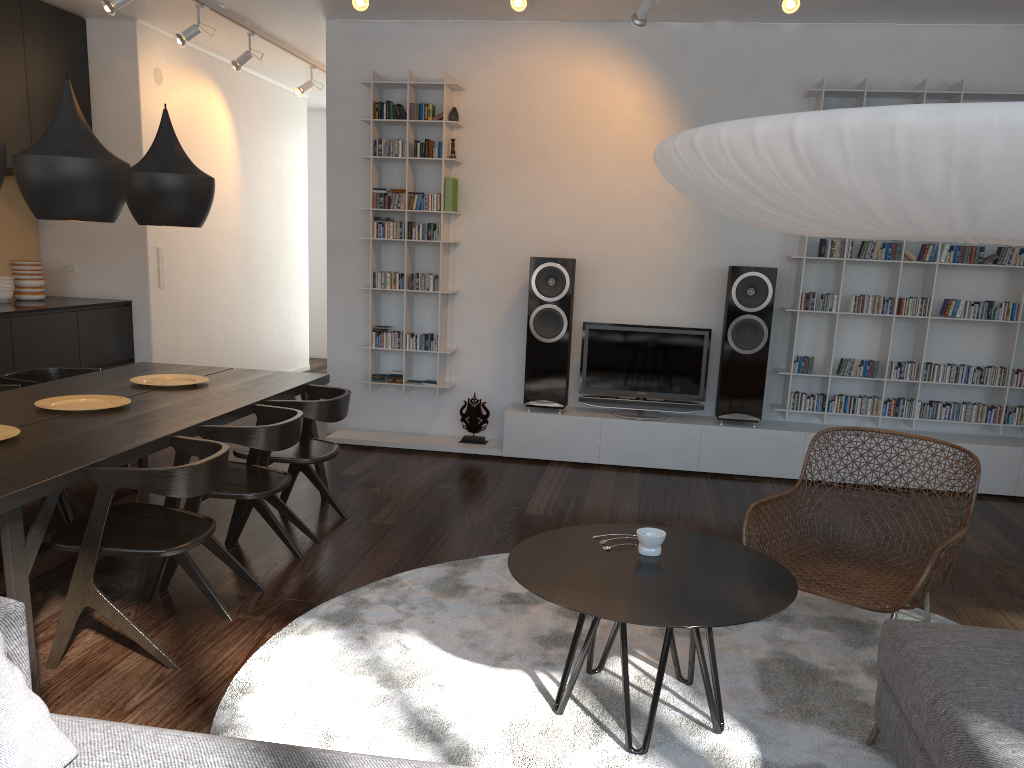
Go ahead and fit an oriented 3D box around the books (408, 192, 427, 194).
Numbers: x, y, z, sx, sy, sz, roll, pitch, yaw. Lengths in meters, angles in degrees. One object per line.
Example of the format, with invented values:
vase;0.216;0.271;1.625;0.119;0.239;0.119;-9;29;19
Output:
books;-0.618;-1.250;5.792;0.107;0.008;0.068;4;9;8

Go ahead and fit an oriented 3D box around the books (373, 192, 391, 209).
books;-0.861;-1.209;5.849;0.101;0.106;0.094;4;11;8

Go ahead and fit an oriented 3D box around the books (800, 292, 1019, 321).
books;2.765;-0.465;5.447;1.922;0.116;0.113;4;11;8

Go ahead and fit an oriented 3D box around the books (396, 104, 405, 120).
books;-0.708;-1.746;5.690;0.057;0.100;0.068;4;12;8

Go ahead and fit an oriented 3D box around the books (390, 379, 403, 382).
books;-0.786;-0.029;6.077;0.092;0.014;0.069;4;9;8

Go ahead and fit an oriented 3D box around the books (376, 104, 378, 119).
books;-0.861;-1.753;5.711;0.014;0.094;0.069;4;11;8

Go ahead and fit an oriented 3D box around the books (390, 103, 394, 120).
books;-0.768;-1.751;5.697;0.019;0.100;0.073;4;12;8

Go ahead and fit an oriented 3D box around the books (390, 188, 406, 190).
books;-0.734;-1.277;5.808;0.111;0.015;0.092;4;9;8

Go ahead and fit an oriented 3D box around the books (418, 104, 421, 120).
books;-0.588;-1.740;5.685;0.012;0.109;0.068;4;12;8

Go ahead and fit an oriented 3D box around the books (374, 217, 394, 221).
books;-0.853;-1.099;5.897;0.111;0.023;0.094;4;9;8

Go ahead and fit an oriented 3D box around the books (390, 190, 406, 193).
books;-0.737;-1.262;5.802;0.107;0.018;0.068;4;9;8

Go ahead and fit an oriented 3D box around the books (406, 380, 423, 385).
books;-0.665;-0.012;6.098;0.111;0.012;0.092;4;9;8

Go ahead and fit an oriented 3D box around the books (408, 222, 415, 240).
books;-0.667;-1.014;5.859;0.029;0.117;0.073;4;12;8

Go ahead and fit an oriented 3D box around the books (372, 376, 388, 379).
books;-0.909;-0.050;6.091;0.092;0.015;0.069;4;9;8

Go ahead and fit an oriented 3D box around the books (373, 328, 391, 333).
books;-0.886;-0.367;6.037;0.107;0.023;0.068;4;9;8

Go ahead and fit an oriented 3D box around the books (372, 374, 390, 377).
books;-0.903;-0.060;6.090;0.107;0.009;0.068;4;9;8

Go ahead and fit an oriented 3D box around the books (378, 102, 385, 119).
books;-0.843;-1.759;5.705;0.023;0.109;0.068;4;12;8

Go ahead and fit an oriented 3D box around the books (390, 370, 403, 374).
books;-0.784;-0.080;6.067;0.092;0.014;0.069;4;9;8

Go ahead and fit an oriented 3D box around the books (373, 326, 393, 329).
books;-0.881;-0.387;6.049;0.111;0.012;0.092;4;9;8

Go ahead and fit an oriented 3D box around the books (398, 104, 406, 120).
books;-0.700;-1.745;5.689;0.057;0.100;0.068;4;12;8

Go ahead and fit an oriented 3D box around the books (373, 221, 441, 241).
books;-0.684;-1.017;5.879;0.467;0.114;0.121;4;11;8

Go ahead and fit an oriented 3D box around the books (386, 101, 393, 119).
books;-0.790;-1.759;5.700;0.029;0.117;0.073;4;12;8

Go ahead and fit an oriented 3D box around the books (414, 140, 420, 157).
books;-0.614;-1.517;5.722;0.023;0.109;0.068;4;12;8

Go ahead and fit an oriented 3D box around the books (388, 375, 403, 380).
books;-0.793;-0.047;6.072;0.107;0.023;0.068;4;9;8

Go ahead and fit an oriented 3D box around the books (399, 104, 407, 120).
books;-0.691;-1.745;5.687;0.057;0.100;0.068;4;12;8

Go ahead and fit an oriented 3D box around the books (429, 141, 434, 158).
books;-0.518;-1.512;5.713;0.016;0.109;0.068;4;12;8

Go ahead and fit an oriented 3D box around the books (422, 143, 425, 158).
books;-0.566;-1.507;5.718;0.020;0.094;0.069;4;12;8

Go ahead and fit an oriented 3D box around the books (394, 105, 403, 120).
books;-0.726;-1.744;5.692;0.046;0.092;0.069;4;11;8

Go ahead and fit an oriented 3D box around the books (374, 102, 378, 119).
books;-0.875;-1.762;5.715;0.016;0.109;0.068;4;12;8

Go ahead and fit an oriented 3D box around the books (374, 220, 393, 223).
books;-0.852;-1.083;5.897;0.111;0.012;0.092;4;9;8

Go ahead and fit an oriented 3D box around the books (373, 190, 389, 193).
books;-0.863;-1.267;5.831;0.092;0.014;0.069;4;9;8

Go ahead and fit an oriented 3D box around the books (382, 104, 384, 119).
books;-0.824;-1.750;5.707;0.014;0.094;0.069;4;11;8

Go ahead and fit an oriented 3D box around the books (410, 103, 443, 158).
books;-0.542;-1.630;5.718;0.228;0.338;0.106;4;12;9

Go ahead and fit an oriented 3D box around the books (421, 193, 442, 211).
books;-0.515;-1.193;5.805;0.136;0.114;0.121;4;11;8

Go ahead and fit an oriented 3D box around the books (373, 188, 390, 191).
books;-0.859;-1.280;5.824;0.093;0.014;0.069;5;9;13

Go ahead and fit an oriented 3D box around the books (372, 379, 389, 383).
books;-0.908;-0.023;6.097;0.098;0.015;0.073;4;9;8

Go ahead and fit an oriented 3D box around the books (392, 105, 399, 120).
books;-0.749;-1.746;5.696;0.028;0.095;0.069;4;12;8

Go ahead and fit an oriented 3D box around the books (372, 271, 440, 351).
books;-0.709;-0.496;5.993;0.469;0.519;0.120;4;13;8

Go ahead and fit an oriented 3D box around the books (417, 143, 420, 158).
books;-0.596;-1.509;5.725;0.014;0.094;0.069;4;11;8

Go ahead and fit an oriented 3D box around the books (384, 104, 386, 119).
books;-0.810;-1.750;5.706;0.014;0.094;0.069;4;11;8

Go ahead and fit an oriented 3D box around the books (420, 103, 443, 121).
books;-0.501;-1.740;5.688;0.160;0.112;0.100;4;11;8

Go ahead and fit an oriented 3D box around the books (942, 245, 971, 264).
books;2.708;-0.788;5.383;0.132;0.106;0.098;4;11;7

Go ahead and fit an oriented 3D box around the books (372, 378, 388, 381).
books;-0.908;-0.038;6.095;0.092;0.014;0.069;4;9;8

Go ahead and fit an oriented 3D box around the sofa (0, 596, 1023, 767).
sofa;0.353;0.838;1.657;3.065;0.682;2.012;4;9;8

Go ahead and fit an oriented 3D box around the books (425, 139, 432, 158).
books;-0.542;-1.518;5.714;0.029;0.117;0.073;4;12;8

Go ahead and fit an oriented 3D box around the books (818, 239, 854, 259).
books;2.706;-1.162;5.304;1.751;0.871;0.113;4;13;8

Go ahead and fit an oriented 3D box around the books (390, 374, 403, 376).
books;-0.784;-0.066;6.070;0.092;0.014;0.069;4;9;8

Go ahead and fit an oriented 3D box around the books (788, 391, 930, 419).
books;2.785;-0.680;5.397;1.951;1.849;0.113;4;13;8

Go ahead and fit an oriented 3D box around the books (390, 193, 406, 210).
books;-0.740;-1.203;5.831;0.114;0.109;0.094;4;11;8

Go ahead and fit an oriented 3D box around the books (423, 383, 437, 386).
books;-0.555;-0.001;6.060;0.092;0.014;0.069;4;9;8

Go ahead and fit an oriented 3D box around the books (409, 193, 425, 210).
books;-0.626;-1.195;5.812;0.088;0.109;0.094;4;11;8

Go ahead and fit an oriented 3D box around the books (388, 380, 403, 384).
books;-0.793;-0.015;6.084;0.107;0.017;0.068;4;9;8

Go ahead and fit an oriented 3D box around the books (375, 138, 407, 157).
books;-0.778;-1.536;5.774;0.221;0.114;0.107;4;11;8

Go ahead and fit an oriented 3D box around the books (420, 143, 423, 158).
books;-0.583;-1.508;5.722;0.014;0.094;0.069;4;11;8

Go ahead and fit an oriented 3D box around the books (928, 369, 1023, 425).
books;3.196;0.078;5.499;1.132;0.355;0.113;4;12;8

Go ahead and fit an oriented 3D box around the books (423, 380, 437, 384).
books;-0.551;-0.013;6.054;0.093;0.014;0.069;5;9;13
